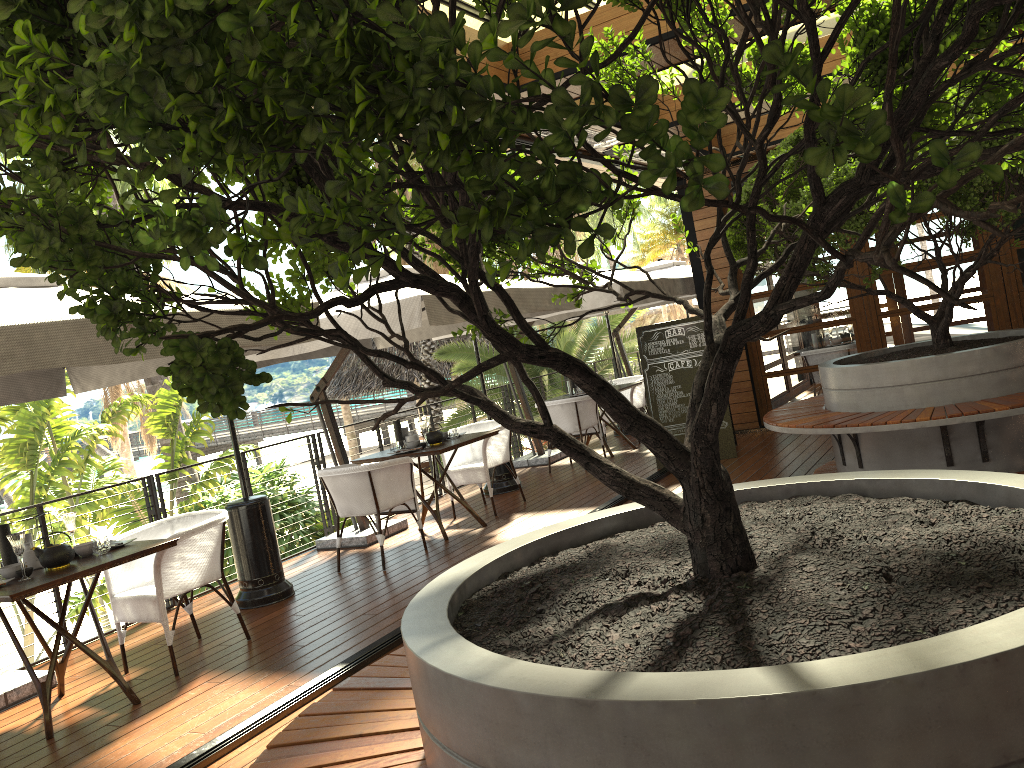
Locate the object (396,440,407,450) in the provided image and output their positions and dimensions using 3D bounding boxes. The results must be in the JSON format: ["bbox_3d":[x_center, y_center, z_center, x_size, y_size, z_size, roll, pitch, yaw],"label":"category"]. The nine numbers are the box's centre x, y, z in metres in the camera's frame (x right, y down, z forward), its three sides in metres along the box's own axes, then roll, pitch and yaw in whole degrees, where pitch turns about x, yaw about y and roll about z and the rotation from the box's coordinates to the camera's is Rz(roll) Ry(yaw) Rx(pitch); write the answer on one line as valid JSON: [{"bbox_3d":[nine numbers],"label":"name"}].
[{"bbox_3d":[-0.914,0.512,7.332,0.086,0.086,0.087,-10,2,35],"label":"object"}]

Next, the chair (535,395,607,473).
[{"bbox_3d":[0.647,0.530,9.762,0.626,0.788,0.618,-10,2,31],"label":"chair"}]

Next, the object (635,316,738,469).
[{"bbox_3d":[1.743,0.049,8.880,0.768,1.396,0.772,-10,1,15],"label":"object"}]

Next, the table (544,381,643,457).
[{"bbox_3d":[1.015,0.454,10.412,0.930,0.749,0.933,-10,2,30],"label":"table"}]

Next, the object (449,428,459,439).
[{"bbox_3d":[-0.498,0.424,7.568,0.086,0.086,0.087,-10,2,35],"label":"object"}]

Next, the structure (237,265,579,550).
[{"bbox_3d":[-0.888,0.126,7.472,2.410,2.332,2.418,-10,2,30],"label":"structure"}]

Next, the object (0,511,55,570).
[{"bbox_3d":[-2.575,0.840,4.642,0.264,0.264,0.263,-11,2,-15],"label":"object"}]

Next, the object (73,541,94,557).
[{"bbox_3d":[-2.257,0.879,4.700,0.116,0.065,0.116,-10,2,29],"label":"object"}]

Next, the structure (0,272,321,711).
[{"bbox_3d":[-2.551,0.552,4.556,2.410,2.332,2.418,-10,2,30],"label":"structure"}]

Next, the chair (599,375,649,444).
[{"bbox_3d":[1.433,0.330,11.091,0.626,0.788,0.618,-10,2,31],"label":"chair"}]

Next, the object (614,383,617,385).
[{"bbox_3d":[1.107,0.033,10.688,0.294,0.025,0.170,-9,2,30],"label":"object"}]

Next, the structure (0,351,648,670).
[{"bbox_3d":[-3.835,1.566,4.284,0.163,1.153,26.317,-10,2,30],"label":"structure"}]

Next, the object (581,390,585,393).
[{"bbox_3d":[0.855,0.078,10.213,0.116,0.065,0.116,-9,2,34],"label":"object"}]

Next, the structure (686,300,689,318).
[{"bbox_3d":[3.007,-0.830,14.872,0.698,2.191,0.700,-10,1,18],"label":"structure"}]

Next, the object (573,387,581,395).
[{"bbox_3d":[0.750,0.085,10.251,0.086,0.086,0.087,-10,2,35],"label":"object"}]

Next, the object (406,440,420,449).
[{"bbox_3d":[-0.809,0.505,7.295,0.116,0.065,0.116,-10,2,29],"label":"object"}]

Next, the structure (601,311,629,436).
[{"bbox_3d":[1.379,-0.413,12.016,0.698,2.191,0.700,-10,1,18],"label":"structure"}]

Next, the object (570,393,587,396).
[{"bbox_3d":[0.823,0.111,10.054,0.294,0.025,0.170,-9,2,30],"label":"object"}]

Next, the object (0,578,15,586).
[{"bbox_3d":[-2.500,0.963,4.227,0.294,0.025,0.170,-9,2,30],"label":"object"}]

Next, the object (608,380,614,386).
[{"bbox_3d":[1.166,-0.002,10.486,0.086,0.086,0.087,-10,2,35],"label":"object"}]

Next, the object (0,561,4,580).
[{"bbox_3d":[-2.573,0.938,4.423,0.086,0.086,0.087,-10,2,35],"label":"object"}]

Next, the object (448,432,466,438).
[{"bbox_3d":[-0.557,0.460,7.770,0.294,0.025,0.170,-9,2,30],"label":"object"}]

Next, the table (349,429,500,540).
[{"bbox_3d":[-0.652,0.882,7.488,0.930,0.749,0.933,-10,2,30],"label":"table"}]

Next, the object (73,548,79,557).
[{"bbox_3d":[-2.340,0.904,4.750,0.080,0.042,0.080,-11,2,-8],"label":"object"}]

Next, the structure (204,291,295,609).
[{"bbox_3d":[-1.933,0.437,6.207,0.698,2.191,0.700,-10,1,18],"label":"structure"}]

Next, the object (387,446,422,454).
[{"bbox_3d":[-0.841,0.538,7.136,0.294,0.025,0.170,-9,2,30],"label":"object"}]

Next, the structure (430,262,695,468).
[{"bbox_3d":[0.774,-0.301,10.388,2.410,2.332,2.418,-10,2,30],"label":"structure"}]

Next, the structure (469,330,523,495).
[{"bbox_3d":[-0.294,0.016,9.082,0.698,2.191,0.700,-10,1,18],"label":"structure"}]

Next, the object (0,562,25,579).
[{"bbox_3d":[-2.467,0.930,4.386,0.116,0.065,0.116,-10,2,29],"label":"object"}]

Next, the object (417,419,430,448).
[{"bbox_3d":[-0.705,0.404,7.172,0.082,0.227,0.082,-10,1,19],"label":"object"}]

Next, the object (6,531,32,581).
[{"bbox_3d":[-2.363,0.830,4.263,0.082,0.227,0.082,-10,1,31],"label":"object"}]

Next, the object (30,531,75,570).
[{"bbox_3d":[-2.312,0.839,4.489,0.163,0.179,0.168,-10,2,32],"label":"object"}]

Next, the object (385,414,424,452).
[{"bbox_3d":[-0.916,0.415,7.551,0.264,0.264,0.263,-11,2,-15],"label":"object"}]

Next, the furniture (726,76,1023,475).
[{"bbox_3d":[3.016,-0.751,6.425,2.570,2.721,2.719,-11,2,-5],"label":"furniture"}]

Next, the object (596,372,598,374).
[{"bbox_3d":[0.959,-0.022,10.090,0.082,0.227,0.082,-10,1,31],"label":"object"}]

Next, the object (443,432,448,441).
[{"bbox_3d":[-0.598,0.453,7.610,0.116,0.065,0.116,-10,2,29],"label":"object"}]

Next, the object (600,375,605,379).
[{"bbox_3d":[1.010,-0.014,10.320,0.167,0.179,0.163,-10,2,28],"label":"object"}]

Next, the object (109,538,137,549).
[{"bbox_3d":[-2.216,0.885,4.861,0.294,0.025,0.170,-9,2,30],"label":"object"}]

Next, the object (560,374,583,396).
[{"bbox_3d":[0.748,-0.012,10.469,0.264,0.264,0.263,-11,2,-15],"label":"object"}]

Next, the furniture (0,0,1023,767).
[{"bbox_3d":[0.405,-0.086,1.985,2.613,2.721,2.699,-10,2,21],"label":"furniture"}]

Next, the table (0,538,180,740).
[{"bbox_3d":[-2.319,1.309,4.564,0.930,0.749,0.933,-10,2,30],"label":"table"}]

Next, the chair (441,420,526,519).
[{"bbox_3d":[-0.256,0.764,8.129,0.626,0.788,0.618,-10,2,31],"label":"chair"}]

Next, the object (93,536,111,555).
[{"bbox_3d":[-2.156,0.850,4.659,0.086,0.086,0.087,-10,2,35],"label":"object"}]

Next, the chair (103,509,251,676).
[{"bbox_3d":[-1.938,1.195,5.179,0.626,0.788,0.618,-10,2,31],"label":"chair"}]

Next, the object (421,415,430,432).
[{"bbox_3d":[-0.732,0.388,7.729,0.082,0.227,0.082,-10,1,31],"label":"object"}]

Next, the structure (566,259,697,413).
[{"bbox_3d":[2.437,-0.727,13.304,2.410,2.332,2.418,-10,2,30],"label":"structure"}]

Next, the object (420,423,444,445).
[{"bbox_3d":[-0.653,0.413,7.398,0.163,0.179,0.168,-10,2,32],"label":"object"}]

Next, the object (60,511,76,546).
[{"bbox_3d":[-2.391,0.814,4.819,0.082,0.227,0.082,-10,1,31],"label":"object"}]

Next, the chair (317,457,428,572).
[{"bbox_3d":[-1.071,0.971,6.749,0.626,0.788,0.618,-10,2,31],"label":"chair"}]

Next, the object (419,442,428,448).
[{"bbox_3d":[-0.722,0.502,7.247,0.080,0.042,0.080,-11,2,-8],"label":"object"}]

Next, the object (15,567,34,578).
[{"bbox_3d":[-2.381,0.928,4.337,0.080,0.042,0.080,-11,2,-8],"label":"object"}]
